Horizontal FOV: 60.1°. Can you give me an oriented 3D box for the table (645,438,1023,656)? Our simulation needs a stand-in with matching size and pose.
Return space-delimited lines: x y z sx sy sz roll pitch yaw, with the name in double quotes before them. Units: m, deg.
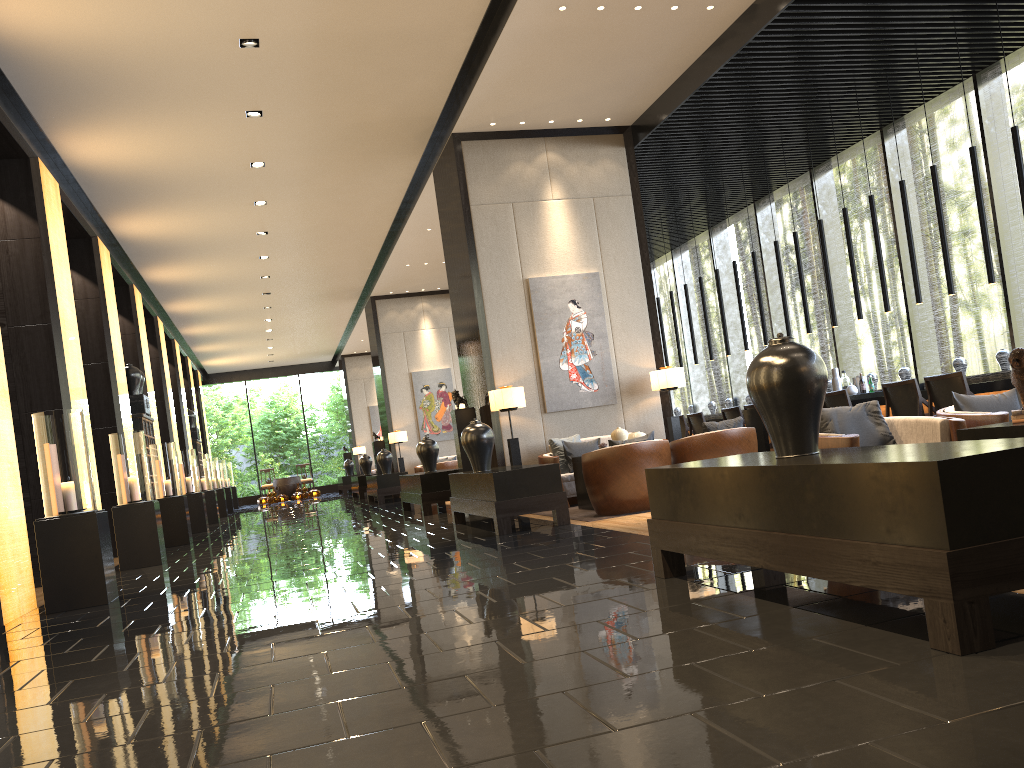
"table" 1.189 0.524 3.348 0.619 0.512 1.967 -7 -4 -15

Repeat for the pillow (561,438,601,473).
"pillow" 0.756 0.747 9.409 0.470 0.361 0.220 -7 -2 -18

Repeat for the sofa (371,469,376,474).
"sofa" -3.560 2.752 26.814 1.446 0.693 0.605 -7 -2 -15

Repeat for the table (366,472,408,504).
"table" -2.370 1.970 16.878 0.619 0.512 1.967 -7 -4 -15

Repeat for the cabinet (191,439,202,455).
"cabinet" -7.871 2.377 21.850 0.546 1.921 1.191 -8 -2 -15

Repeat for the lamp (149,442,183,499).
"lamp" -4.701 1.171 12.023 0.336 0.728 0.337 -8 -1 -10

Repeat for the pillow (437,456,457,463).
"pillow" -1.203 1.510 16.218 0.441 0.338 0.205 -8 -2 -8

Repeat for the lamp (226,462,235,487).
"lamp" -8.432 2.687 26.208 0.335 0.728 0.338 -7 -1 -28

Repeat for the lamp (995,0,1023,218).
"lamp" 4.331 -2.158 7.618 0.060 2.418 0.060 -8 -1 -20

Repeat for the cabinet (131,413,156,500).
"cabinet" -5.630 1.466 13.330 0.546 1.921 1.191 -8 -2 -15

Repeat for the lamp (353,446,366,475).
"lamp" -4.530 2.545 26.676 0.375 1.350 0.374 -8 -1 14

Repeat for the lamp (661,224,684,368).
"lamp" 2.574 -1.444 14.297 0.060 2.418 0.060 -8 -1 -20

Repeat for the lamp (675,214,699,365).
"lamp" 2.708 -1.498 13.789 0.060 2.418 0.060 -8 -1 -20

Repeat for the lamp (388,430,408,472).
"lamp" -2.245 1.616 17.987 0.375 1.350 0.375 -8 -1 4

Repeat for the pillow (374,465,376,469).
"pillow" -3.932 2.602 26.826 0.431 0.399 0.202 -6 -2 -37

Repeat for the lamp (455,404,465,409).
"lamp" -0.434 0.897 11.110 0.376 1.318 0.374 -8 -1 29

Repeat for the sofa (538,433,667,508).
"sofa" 0.989 0.904 9.521 1.446 0.693 0.605 -7 -2 -15

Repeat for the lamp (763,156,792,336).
"lamp" 3.369 -1.767 11.276 0.060 2.418 0.060 -8 -1 -20

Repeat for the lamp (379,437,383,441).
"lamp" -2.704 1.803 19.734 0.375 1.350 0.375 -8 -1 4

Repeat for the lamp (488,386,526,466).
"lamp" 0.024 0.696 9.363 0.376 1.347 0.373 -9 -1 36

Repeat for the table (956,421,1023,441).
"table" 2.526 0.365 3.680 1.040 0.517 0.577 -7 -3 -15

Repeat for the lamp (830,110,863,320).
"lamp" 3.729 -1.913 9.905 0.060 2.418 0.060 -8 -1 -20

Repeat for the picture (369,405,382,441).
"picture" -3.882 1.380 27.231 0.833 1.500 0.037 -8 -1 -15

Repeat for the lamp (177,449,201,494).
"lamp" -5.447 1.474 14.860 0.336 0.728 0.338 -8 -1 -13

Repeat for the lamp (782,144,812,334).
"lamp" 3.478 -1.811 10.859 0.060 2.418 0.060 -8 -1 -20

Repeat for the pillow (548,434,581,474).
"pillow" 0.617 0.754 9.533 0.431 0.399 0.202 -6 -2 -37

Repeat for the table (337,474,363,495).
"table" -4.653 2.897 25.557 0.619 0.512 1.967 -7 -4 -15

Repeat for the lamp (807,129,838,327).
"lamp" 3.611 -1.865 10.354 0.060 2.418 0.060 -8 -1 -20

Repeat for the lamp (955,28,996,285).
"lamp" 4.209 -2.108 8.080 0.060 2.418 0.060 -8 -1 -10

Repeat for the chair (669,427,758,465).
"chair" 1.873 0.718 7.981 0.802 0.603 0.608 -7 -2 -15

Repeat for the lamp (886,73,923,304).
"lamp" 3.969 -2.011 8.995 0.060 2.418 0.060 -8 -1 -20

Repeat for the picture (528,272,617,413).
"picture" 0.679 -0.473 9.887 0.833 1.500 0.037 -8 -1 -15

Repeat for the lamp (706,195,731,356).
"lamp" 2.967 -1.604 12.803 0.060 2.418 0.060 -8 -1 -20

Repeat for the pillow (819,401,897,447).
"pillow" 1.774 0.274 4.582 0.398 0.362 0.223 -7 -2 -15

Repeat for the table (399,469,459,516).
"table" -1.076 1.444 11.958 0.619 0.512 1.967 -7 -4 -15

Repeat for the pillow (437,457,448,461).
"pillow" -1.499 1.663 17.981 0.470 0.361 0.220 -7 -2 -18

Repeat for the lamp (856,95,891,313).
"lamp" 3.845 -1.960 9.463 0.060 2.418 0.060 -8 -1 -20

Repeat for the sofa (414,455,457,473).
"sofa" -1.266 1.820 18.094 1.446 0.693 0.605 -7 -2 -15

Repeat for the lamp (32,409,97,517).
"lamp" -3.208 0.565 6.349 0.335 0.728 0.338 -7 -2 -42

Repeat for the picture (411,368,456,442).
"picture" -1.593 0.450 18.526 0.833 1.500 0.037 -8 -1 -15

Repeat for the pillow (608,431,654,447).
"pillow" 1.052 0.594 7.646 0.441 0.338 0.205 -8 -2 -8

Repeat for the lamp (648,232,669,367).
"lamp" 2.444 -1.391 14.793 0.060 2.418 0.060 -8 -1 -20

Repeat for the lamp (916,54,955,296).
"lamp" 4.082 -2.057 8.564 0.060 2.418 0.060 -8 -1 -20

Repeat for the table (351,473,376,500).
"table" -3.352 2.369 20.614 0.619 0.512 1.967 -7 -4 -15

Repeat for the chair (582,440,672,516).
"chair" 1.054 0.816 7.760 0.802 0.603 0.608 -7 -2 -15

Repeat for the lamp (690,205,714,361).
"lamp" 2.837 -1.551 13.298 0.060 2.418 0.060 -8 -1 -20

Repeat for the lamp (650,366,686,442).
"lamp" 1.807 0.481 9.844 0.375 1.350 0.374 -8 -1 14

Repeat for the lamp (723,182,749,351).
"lamp" 3.098 -1.657 12.306 0.060 2.418 0.060 -8 -1 -20

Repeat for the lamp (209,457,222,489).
"lamp" -6.939 2.080 20.534 0.336 0.728 0.338 -8 -1 -13

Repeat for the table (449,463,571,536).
"table" -0.093 1.045 8.222 0.619 0.512 1.967 -7 -4 -15

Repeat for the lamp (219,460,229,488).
"lamp" -7.685 2.384 23.371 0.336 0.728 0.338 -8 -1 -13

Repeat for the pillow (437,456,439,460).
"pillow" -1.638 1.670 18.105 0.431 0.399 0.202 -6 -2 -37

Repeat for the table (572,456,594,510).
"table" 1.201 0.903 8.718 1.040 0.517 0.577 -7 -3 -15

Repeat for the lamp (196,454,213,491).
"lamp" -6.193 1.777 17.697 0.336 0.728 0.338 -8 -1 -13

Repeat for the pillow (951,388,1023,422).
"pillow" 2.596 0.180 4.805 0.441 0.338 0.205 -8 -2 -8

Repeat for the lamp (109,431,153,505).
"lamp" -3.954 0.868 9.186 0.335 0.728 0.338 -7 -2 -42

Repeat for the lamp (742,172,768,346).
"lamp" 3.229 -1.710 11.808 0.060 2.418 0.060 -8 -1 -20

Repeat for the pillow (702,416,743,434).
"pillow" 1.873 0.492 7.869 0.398 0.362 0.223 -7 -2 -15
